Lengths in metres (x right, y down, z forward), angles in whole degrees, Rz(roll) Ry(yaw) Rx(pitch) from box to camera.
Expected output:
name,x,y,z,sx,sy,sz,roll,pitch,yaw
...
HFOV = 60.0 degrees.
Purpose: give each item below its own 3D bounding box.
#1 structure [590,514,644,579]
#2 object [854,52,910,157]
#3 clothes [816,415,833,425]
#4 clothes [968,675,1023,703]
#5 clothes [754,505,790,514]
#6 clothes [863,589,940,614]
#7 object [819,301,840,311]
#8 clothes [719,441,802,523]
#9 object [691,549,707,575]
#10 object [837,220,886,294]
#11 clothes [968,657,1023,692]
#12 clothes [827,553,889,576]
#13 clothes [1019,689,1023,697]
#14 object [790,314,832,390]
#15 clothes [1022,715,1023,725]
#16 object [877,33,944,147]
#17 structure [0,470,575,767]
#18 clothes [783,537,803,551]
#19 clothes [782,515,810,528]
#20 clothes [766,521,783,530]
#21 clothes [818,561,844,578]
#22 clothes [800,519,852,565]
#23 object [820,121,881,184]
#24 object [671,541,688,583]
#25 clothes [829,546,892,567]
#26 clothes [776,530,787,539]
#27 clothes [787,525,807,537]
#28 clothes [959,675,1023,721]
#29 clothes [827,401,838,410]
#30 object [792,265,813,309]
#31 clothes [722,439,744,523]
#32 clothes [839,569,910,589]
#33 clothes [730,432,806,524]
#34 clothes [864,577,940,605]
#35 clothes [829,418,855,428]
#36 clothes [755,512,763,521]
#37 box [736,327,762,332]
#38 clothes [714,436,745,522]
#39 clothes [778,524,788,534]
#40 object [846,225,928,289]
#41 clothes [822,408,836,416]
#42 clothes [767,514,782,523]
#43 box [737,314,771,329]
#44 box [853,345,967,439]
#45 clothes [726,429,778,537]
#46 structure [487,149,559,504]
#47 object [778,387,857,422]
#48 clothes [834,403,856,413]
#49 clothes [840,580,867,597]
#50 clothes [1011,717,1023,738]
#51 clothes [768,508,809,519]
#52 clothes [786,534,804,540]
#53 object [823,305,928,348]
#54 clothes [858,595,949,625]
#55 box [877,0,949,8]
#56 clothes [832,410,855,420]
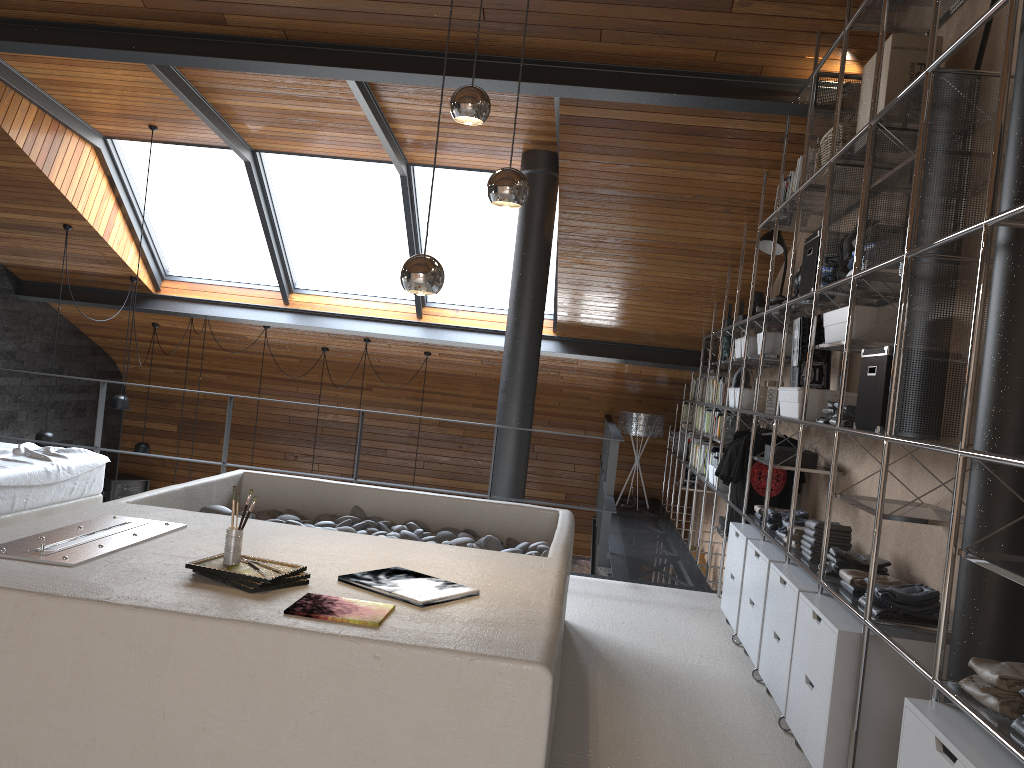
name,x,y,z,sx,sy,sz,roll,pitch,yaw
structure,1.205,1.865,10.028,0.488,0.735,0.462,6,1,-35
object,1.575,-1.163,3.711,0.192,0.382,0.181,6,1,5
clothes,1.430,0.160,3.768,0.243,0.045,0.208,6,1,4
clothes,1.182,0.700,2.031,0.229,0.052,0.199,6,1,8
clothes,1.454,0.700,4.872,0.221,0.050,0.196,6,1,8
clothes,1.272,0.709,2.898,0.215,0.047,0.191,6,1,5
object,1.726,-0.559,4.669,0.174,0.342,0.415,6,1,10
clothes,1.472,0.603,5.268,0.488,0.586,0.074,6,1,-2
object,1.717,1.739,8.191,0.215,0.458,0.328,6,1,10
object,1.521,-0.551,3.817,0.212,0.319,0.157,7,1,32
clothes,1.193,0.675,2.041,0.212,0.047,0.187,6,1,6
clothes,1.362,0.714,3.495,0.215,0.047,0.191,6,1,5
clothes,1.185,0.680,1.817,0.200,0.052,0.194,6,1,7
object,1.575,-0.096,4.681,0.188,0.559,0.337,6,1,10
clothes,1.173,0.710,1.803,0.215,0.047,0.191,6,1,5
object,1.558,-1.163,3.522,0.192,0.382,0.181,6,1,5
structure,-2.055,0.441,3.609,4.614,1.120,2.634,6,1,5
clothes,1.375,0.728,4.028,0.238,0.053,0.212,6,1,3
clothes,1.413,0.675,4.264,0.204,0.049,0.184,6,1,5
clothes,1.441,0.734,4.610,0.243,0.045,0.208,6,1,5
clothes,1.342,0.735,3.493,0.243,0.045,0.208,6,1,4
clothes,1.335,0.667,3.747,0.184,0.172,0.201,6,1,7
object,1.590,-1.071,4.146,0.262,0.198,0.417,6,1,6
object,1.726,2.086,9.386,0.244,0.879,0.244,7,1,34
clothes,1.357,0.682,3.480,0.200,0.052,0.194,6,1,6
clothes,1.409,0.731,4.274,0.242,0.048,0.207,6,1,2
clothes,1.371,0.673,4.023,0.212,0.047,0.187,6,1,6
clothes,1.197,0.731,2.047,0.238,0.053,0.212,6,1,3
clothes,1.445,0.107,3.755,0.200,0.052,0.194,6,1,6
object,1.584,-0.568,4.664,0.174,0.342,0.416,6,1,10
clothes,1.509,0.606,5.330,0.488,0.586,0.074,6,1,-2
clothes,1.300,0.702,3.161,0.221,0.050,0.196,6,1,8
clothes,1.473,0.627,5.127,0.424,0.689,0.090,6,1,4
clothes,1.283,0.679,2.912,0.200,0.052,0.194,6,1,7
clothes,1.405,0.156,3.507,0.243,0.045,0.208,6,1,5
clothes,1.465,0.733,4.872,0.248,0.043,0.189,6,1,14
box,1.744,-0.439,6.521,0.208,0.079,0.207,6,1,19
clothes,1.488,0.603,5.455,0.488,0.586,0.074,6,1,-2
clothes,1.394,0.703,4.269,0.203,0.053,0.198,6,1,9
object,1.490,-0.509,3.515,0.250,0.229,0.306,6,1,7
clothes,1.450,0.139,3.770,0.215,0.047,0.191,6,1,5
clothes,1.426,0.707,4.608,0.215,0.047,0.191,6,1,5
box,1.717,-0.439,6.305,0.208,0.079,0.207,6,1,2
box,1.365,0.033,3.049,0.266,0.295,0.289,6,1,5
clothes,1.506,0.627,5.494,0.424,0.689,0.090,6,1,4
structure,-0.090,1.072,6.518,1.197,5.700,1.689,6,1,5
object,1.460,0.103,4.171,0.343,0.147,0.445,6,1,5
clothes,1.402,0.099,3.519,0.200,0.052,0.194,6,1,7
clothes,1.311,0.735,3.162,0.248,0.043,0.189,6,1,14
clothes,1.188,0.737,1.804,0.243,0.045,0.208,6,1,5
clothes,1.437,0.678,4.622,0.200,0.052,0.194,6,1,7
clothes,1.360,0.698,4.013,0.229,0.052,0.199,6,1,8
object,1.455,-0.221,3.594,0.289,0.135,0.437,6,1,5
clothes,1.287,0.736,2.899,0.243,0.045,0.208,6,1,5
box,1.634,-1.698,3.500,0.266,0.295,0.289,6,1,5
clothes,1.390,0.129,3.505,0.215,0.047,0.191,6,1,5
